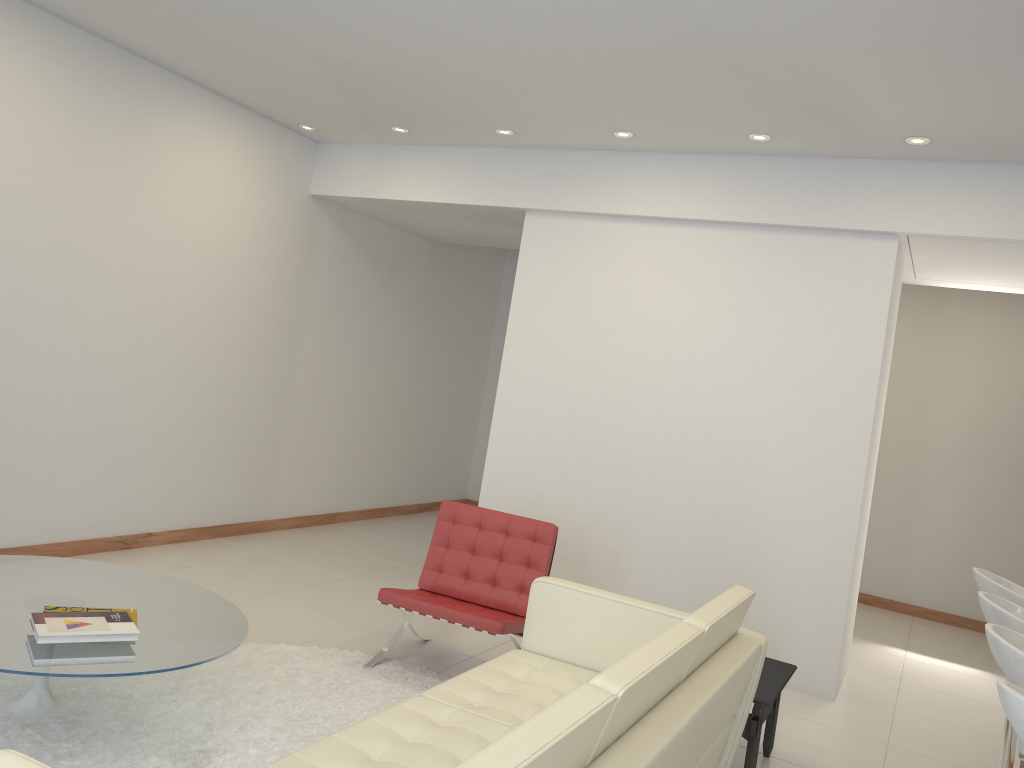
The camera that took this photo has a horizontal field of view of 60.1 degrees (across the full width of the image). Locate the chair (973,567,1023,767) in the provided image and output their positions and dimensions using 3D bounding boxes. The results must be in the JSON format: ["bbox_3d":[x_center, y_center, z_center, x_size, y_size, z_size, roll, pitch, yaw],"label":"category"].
[{"bbox_3d":[2.322,1.416,4.095,0.466,1.024,0.454,7,-3,37],"label":"chair"}]

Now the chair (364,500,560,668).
[{"bbox_3d":[-0.233,1.098,4.660,0.702,0.819,0.703,9,-2,21],"label":"chair"}]

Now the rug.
[{"bbox_3d":[-1.129,1.376,3.064,2.451,0.005,3.311,9,1,28],"label":"rug"}]

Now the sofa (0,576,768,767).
[{"bbox_3d":[-0.056,1.086,2.473,1.004,0.924,2.552,9,0,26],"label":"sofa"}]

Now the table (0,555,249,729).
[{"bbox_3d":[-1.800,1.061,3.444,1.542,0.405,1.314,9,0,25],"label":"table"}]

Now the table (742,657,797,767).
[{"bbox_3d":[0.777,1.466,4.121,0.919,0.423,0.697,9,0,27],"label":"table"}]

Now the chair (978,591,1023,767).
[{"bbox_3d":[1.975,1.366,3.387,0.466,1.024,0.454,7,-3,37],"label":"chair"}]

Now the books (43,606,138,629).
[{"bbox_3d":[-1.568,0.881,3.290,0.322,0.027,0.256,9,0,-24],"label":"books"}]

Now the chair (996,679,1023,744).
[{"bbox_3d":[1.337,1.273,2.080,0.465,1.024,0.455,9,-2,13],"label":"chair"}]

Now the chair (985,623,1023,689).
[{"bbox_3d":[1.655,1.319,2.735,0.466,1.024,0.454,7,-3,37],"label":"chair"}]

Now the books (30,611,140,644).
[{"bbox_3d":[-1.522,0.863,3.153,0.322,0.027,0.256,9,1,-34],"label":"books"}]
